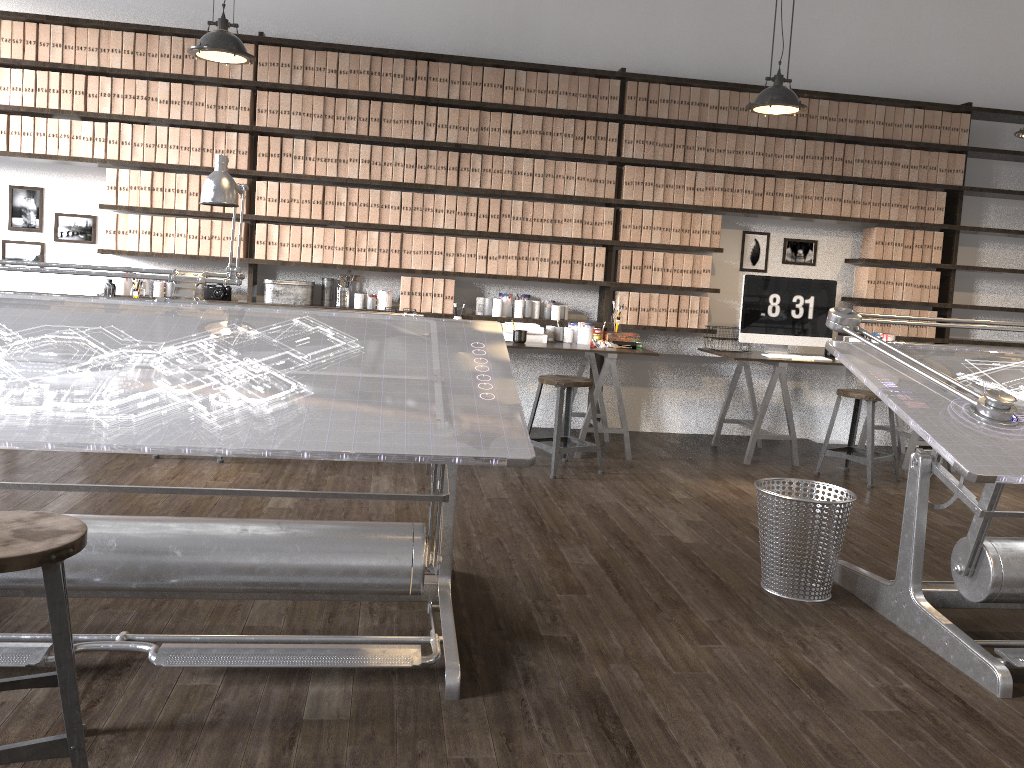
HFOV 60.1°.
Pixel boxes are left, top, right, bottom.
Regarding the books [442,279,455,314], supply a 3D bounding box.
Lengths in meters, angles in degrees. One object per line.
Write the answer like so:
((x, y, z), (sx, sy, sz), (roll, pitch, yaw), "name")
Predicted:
((-0.420, -0.578, 5.831), (0.066, 0.225, 0.175), (3, 5, -8), "books")

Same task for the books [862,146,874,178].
((2.427, -1.528, 6.146), (0.066, 0.225, 0.175), (3, 5, -8), "books")

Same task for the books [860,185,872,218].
((2.422, -1.261, 6.167), (0.066, 0.225, 0.175), (3, 5, -8), "books")

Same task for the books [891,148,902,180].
((2.630, -1.518, 6.173), (0.066, 0.224, 0.175), (3, 5, -8), "books")

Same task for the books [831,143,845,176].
((2.213, -1.537, 6.110), (0.067, 0.225, 0.175), (3, 5, -8), "books")

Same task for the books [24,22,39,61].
((-2.884, -2.054, 5.368), (0.067, 0.225, 0.175), (3, 5, -8), "books")

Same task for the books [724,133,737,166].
((1.452, -1.573, 6.002), (0.067, 0.225, 0.175), (3, 5, -8), "books")

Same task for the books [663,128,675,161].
((1.027, -1.594, 5.948), (0.066, 0.224, 0.175), (3, 5, -8), "books")

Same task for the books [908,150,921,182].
((2.764, -1.511, 6.188), (0.067, 0.225, 0.175), (3, 5, -8), "books")

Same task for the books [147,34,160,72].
((-2.195, -2.022, 5.472), (0.066, 0.225, 0.175), (3, 5, -8), "books")

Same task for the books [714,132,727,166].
((1.385, -1.577, 5.998), (0.066, 0.225, 0.175), (3, 5, -8), "books")

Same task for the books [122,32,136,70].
((-2.333, -2.028, 5.446), (0.067, 0.225, 0.175), (3, 5, -8), "books")

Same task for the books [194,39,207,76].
((-1.920, -2.008, 5.508), (0.066, 0.224, 0.175), (3, 5, -8), "books")

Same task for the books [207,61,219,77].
((-1.846, -2.005, 5.519), (0.066, 0.225, 0.175), (3, 5, -8), "books")

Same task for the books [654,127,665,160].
((0.962, -1.597, 5.937), (0.066, 0.224, 0.175), (3, 5, -8), "books")

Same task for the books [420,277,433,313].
((-0.560, -0.585, 5.811), (0.066, 0.225, 0.175), (3, 5, -8), "books")

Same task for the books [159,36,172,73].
((-2.126, -2.018, 5.478), (0.066, 0.225, 0.175), (3, 5, -8), "books")

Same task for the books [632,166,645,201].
((0.824, -1.335, 5.934), (0.067, 0.225, 0.175), (3, 5, -8), "books")

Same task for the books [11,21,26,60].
((-2.958, -2.058, 5.364), (0.066, 0.224, 0.175), (3, 5, -8), "books")

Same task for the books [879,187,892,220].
((2.561, -1.253, 6.181), (0.067, 0.225, 0.175), (3, 5, -8), "books")

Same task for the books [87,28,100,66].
((-2.533, -2.037, 5.417), (0.067, 0.225, 0.175), (3, 5, -8), "books")

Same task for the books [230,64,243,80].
((-1.708, -1.998, 5.537), (0.066, 0.225, 0.175), (3, 5, -8), "books")

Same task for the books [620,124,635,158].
((0.757, -1.606, 5.907), (0.066, 0.225, 0.175), (3, 5, -8), "books")

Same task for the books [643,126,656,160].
((0.900, -1.599, 5.924), (0.067, 0.225, 0.175), (3, 5, -8), "books")

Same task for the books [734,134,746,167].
((1.517, -1.570, 6.016), (0.066, 0.224, 0.175), (3, 5, -8), "books")

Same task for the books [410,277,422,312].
((-0.630, -0.588, 5.801), (0.066, 0.225, 0.175), (3, 5, -8), "books")

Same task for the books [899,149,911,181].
((2.692, -1.515, 6.180), (0.066, 0.224, 0.175), (3, 5, -8), "books")

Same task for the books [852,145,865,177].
((2.358, -1.530, 6.132), (0.066, 0.225, 0.175), (3, 5, -8), "books")

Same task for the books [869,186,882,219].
((2.491, -1.257, 6.175), (0.066, 0.225, 0.175), (3, 5, -8), "books")

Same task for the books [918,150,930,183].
((2.833, -1.508, 6.202), (0.066, 0.225, 0.175), (3, 5, -8), "books")

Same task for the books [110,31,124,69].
((-2.405, -2.031, 5.438), (0.066, 0.224, 0.175), (3, 5, -8), "books")

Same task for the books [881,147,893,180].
((2.565, -1.520, 6.159), (0.067, 0.225, 0.175), (3, 5, -8), "books")

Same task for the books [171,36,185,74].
((-2.054, -2.014, 5.484), (0.066, 0.225, 0.175), (3, 5, -8), "books")

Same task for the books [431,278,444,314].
((-0.489, -0.581, 5.817), (0.066, 0.225, 0.175), (3, 5, -8), "books")

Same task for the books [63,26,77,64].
((-2.670, -2.044, 5.404), (0.066, 0.225, 0.175), (3, 5, -8), "books")

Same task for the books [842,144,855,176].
((2.287, -1.534, 6.126), (0.066, 0.225, 0.175), (3, 5, -8), "books")

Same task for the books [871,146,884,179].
((2.497, -1.524, 6.155), (0.066, 0.225, 0.175), (3, 5, -8), "books")

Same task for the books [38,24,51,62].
((-2.811, -2.051, 5.384), (0.066, 0.225, 0.175), (3, 5, -8), "books")

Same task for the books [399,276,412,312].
((-0.696, -0.590, 5.786), (0.067, 0.225, 0.175), (3, 5, -8), "books")

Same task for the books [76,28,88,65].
((-2.600, -2.041, 5.414), (0.066, 0.225, 0.175), (3, 5, -8), "books")

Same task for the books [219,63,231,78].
((-1.778, -2.002, 5.531), (0.066, 0.225, 0.175), (3, 5, -8), "books")

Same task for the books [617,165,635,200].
((0.761, -1.339, 5.930), (0.066, 0.224, 0.175), (3, 5, -8), "books")

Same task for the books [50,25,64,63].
((-2.740, -2.047, 5.390), (0.066, 0.225, 0.175), (3, 5, -8), "books")

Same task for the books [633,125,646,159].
((0.829, -1.602, 5.914), (0.066, 0.225, 0.175), (3, 5, -8), "books")

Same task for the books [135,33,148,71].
((-2.264, -2.025, 5.460), (0.066, 0.225, 0.175), (3, 5, -8), "books")

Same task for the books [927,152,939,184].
((2.902, -1.505, 6.214), (0.066, 0.225, 0.175), (3, 5, -8), "books")

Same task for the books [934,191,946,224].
((2.967, -1.234, 6.239), (0.066, 0.225, 0.175), (3, 5, -8), "books")

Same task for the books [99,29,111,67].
((-2.467, -2.034, 5.431), (0.066, 0.224, 0.175), (3, 5, -8), "books")

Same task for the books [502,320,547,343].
((0.071, -0.337, 5.589), (0.294, 0.147, 0.387), (3, 7, -8), "books")

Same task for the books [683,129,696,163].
((1.174, -1.587, 5.969), (0.066, 0.225, 0.175), (3, 5, -8), "books")

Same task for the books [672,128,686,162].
((1.101, -1.590, 5.953), (0.067, 0.225, 0.175), (3, 5, -8), "books")

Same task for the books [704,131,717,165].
((1.314, -1.580, 5.988), (0.066, 0.225, 0.175), (3, 5, -8), "books")

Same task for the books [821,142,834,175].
((2.139, -1.541, 6.105), (0.066, 0.224, 0.175), (3, 5, -8), "books")

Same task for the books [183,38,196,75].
((-1.982, -2.011, 5.494), (0.067, 0.225, 0.175), (3, 5, -8), "books")

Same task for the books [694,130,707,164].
((1.245, -1.583, 5.974), (0.066, 0.225, 0.175), (3, 5, -8), "books")

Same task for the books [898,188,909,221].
((2.694, -1.247, 6.203), (0.066, 0.224, 0.175), (3, 5, -8), "books")
